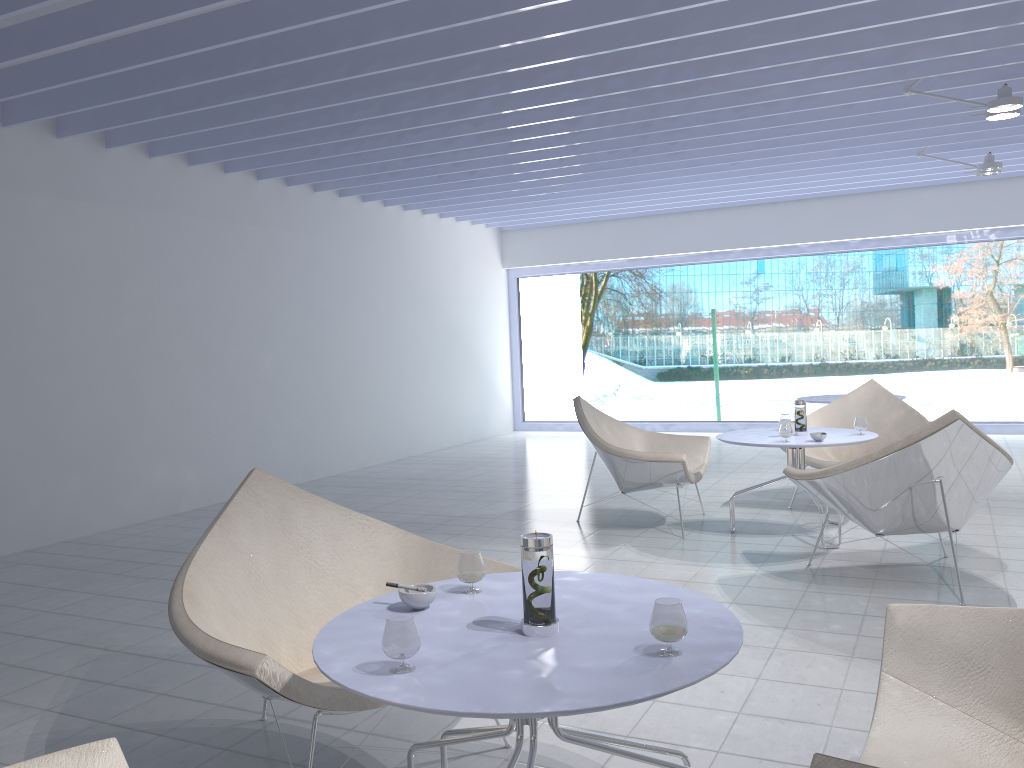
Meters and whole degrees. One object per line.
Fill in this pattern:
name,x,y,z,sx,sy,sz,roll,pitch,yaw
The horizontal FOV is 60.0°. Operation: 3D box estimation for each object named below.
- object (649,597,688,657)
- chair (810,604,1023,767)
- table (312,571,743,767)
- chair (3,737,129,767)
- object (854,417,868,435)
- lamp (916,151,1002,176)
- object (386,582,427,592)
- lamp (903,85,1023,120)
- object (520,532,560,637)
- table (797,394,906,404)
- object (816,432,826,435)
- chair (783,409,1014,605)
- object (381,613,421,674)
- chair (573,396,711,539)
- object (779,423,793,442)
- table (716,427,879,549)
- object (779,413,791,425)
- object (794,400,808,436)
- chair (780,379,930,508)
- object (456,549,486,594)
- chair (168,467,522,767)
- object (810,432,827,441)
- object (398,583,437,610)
object,0.275,0.426,1.558,0.068,0.091,0.068,-2,3,16
chair,0.969,0.601,1.466,0.753,0.759,0.906,-1,3,30
table,0.040,0.741,1.754,0.825,0.534,0.823,-2,3,3
chair,-0.593,0.692,0.925,0.906,0.759,0.753,0,3,41
object,1.824,0.219,4.639,0.068,0.091,0.068,-2,3,19
lamp,3.440,-1.720,6.840,0.587,0.218,0.380,-1,3,26
object,-0.226,0.436,1.901,0.098,0.016,0.012,-1,3,26
lamp,2.507,-1.594,4.952,0.587,0.218,0.380,-1,3,26
object,0.050,0.383,1.700,0.075,0.185,0.075,-3,3,-11
table,2.746,0.377,7.182,0.823,0.534,0.825,-3,3,-17
object,1.533,0.247,4.406,0.012,0.016,0.098,-3,3,-7
chair,1.715,0.463,3.797,0.906,0.759,0.753,-3,3,-3
object,-0.191,0.447,1.530,0.068,0.091,0.068,-2,3,16
chair,0.721,0.441,5.193,0.753,0.759,0.906,-1,3,22
object,1.381,0.246,4.467,0.068,0.091,0.068,-4,3,-35
table,1.525,0.540,4.752,0.825,0.534,0.823,-2,3,17
object,1.544,0.214,5.013,0.068,0.091,0.068,-5,3,-41
object,1.543,0.178,4.745,0.075,0.189,0.075,-2,3,18
chair,2.164,0.364,5.526,0.906,0.759,0.753,0,3,37
object,-0.092,0.422,1.995,0.068,0.091,0.068,-2,3,16
chair,-0.493,0.621,2.375,0.753,0.759,0.906,0,4,44
object,1.534,0.265,4.439,0.082,0.043,0.082,-3,3,-5
object,-0.199,0.456,1.884,0.082,0.043,0.082,-1,3,28
